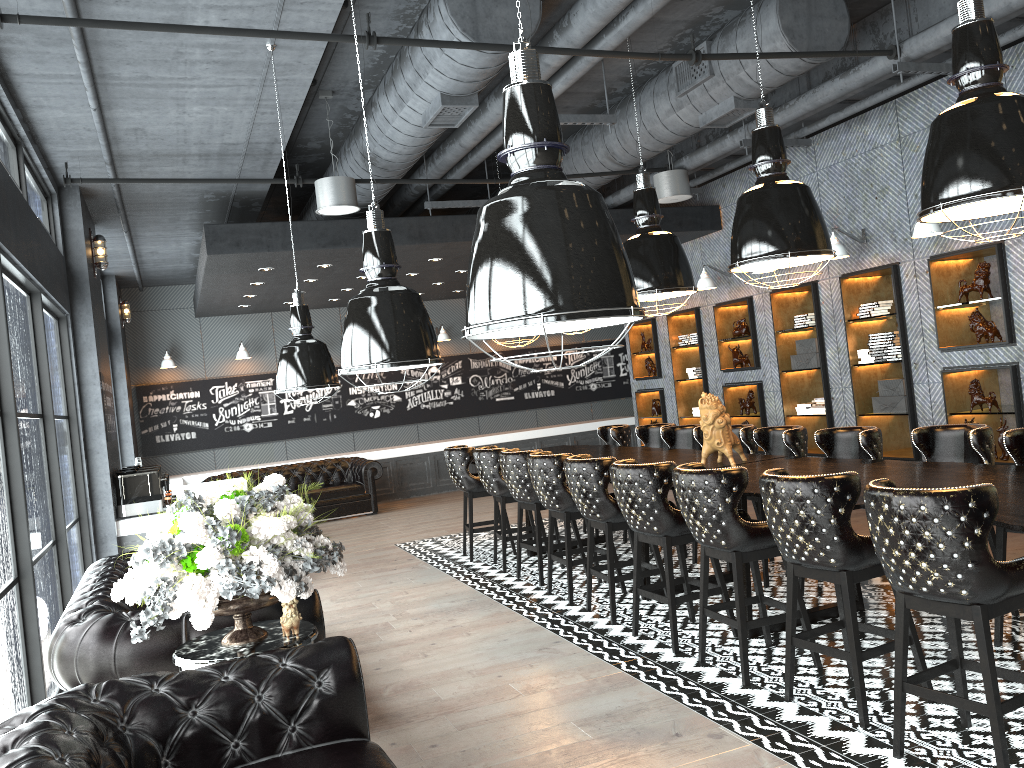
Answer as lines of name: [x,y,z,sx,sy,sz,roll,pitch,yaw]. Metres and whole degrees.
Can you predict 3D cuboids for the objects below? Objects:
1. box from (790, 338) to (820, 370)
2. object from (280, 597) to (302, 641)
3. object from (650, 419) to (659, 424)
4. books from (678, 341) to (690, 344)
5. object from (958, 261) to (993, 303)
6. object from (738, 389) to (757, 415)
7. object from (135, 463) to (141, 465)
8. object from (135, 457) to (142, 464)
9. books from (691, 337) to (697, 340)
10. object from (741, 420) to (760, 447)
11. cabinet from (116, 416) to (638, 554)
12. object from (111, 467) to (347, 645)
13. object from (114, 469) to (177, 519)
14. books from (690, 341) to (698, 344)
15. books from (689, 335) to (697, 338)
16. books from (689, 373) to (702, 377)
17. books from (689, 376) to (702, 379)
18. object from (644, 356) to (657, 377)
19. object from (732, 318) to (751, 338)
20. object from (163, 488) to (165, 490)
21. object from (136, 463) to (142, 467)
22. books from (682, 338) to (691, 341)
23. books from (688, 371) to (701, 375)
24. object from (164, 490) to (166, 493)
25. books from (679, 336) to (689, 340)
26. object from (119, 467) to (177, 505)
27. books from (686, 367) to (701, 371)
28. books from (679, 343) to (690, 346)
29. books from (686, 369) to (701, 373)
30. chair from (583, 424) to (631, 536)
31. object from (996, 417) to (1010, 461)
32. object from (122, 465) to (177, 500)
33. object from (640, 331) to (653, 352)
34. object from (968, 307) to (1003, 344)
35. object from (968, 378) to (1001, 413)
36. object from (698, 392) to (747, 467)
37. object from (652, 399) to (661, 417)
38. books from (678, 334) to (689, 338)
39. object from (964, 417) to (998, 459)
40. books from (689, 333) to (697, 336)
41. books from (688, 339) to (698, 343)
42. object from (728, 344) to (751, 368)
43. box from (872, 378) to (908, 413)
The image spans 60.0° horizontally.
box: [3.228,-0.331,9.607,0.298,0.316,0.419,-6,0,-21]
object: [-0.888,0.937,3.566,0.086,0.183,0.136,-6,0,-14]
object: [2.090,0.687,12.623,0.170,0.362,0.268,-6,-1,-28]
books: [2.345,-0.559,11.795,0.193,0.028,0.245,-6,0,-9]
object: [3.912,-0.863,7.498,0.152,0.325,0.292,-6,0,-23]
object: [2.806,0.221,10.633,0.143,0.306,0.317,-6,0,-26]
object: [-4.429,0.978,10.504,0.074,0.073,0.074,-6,0,-1]
object: [-4.523,0.928,10.733,0.074,0.073,0.074,-6,0,10]
books: [2.490,-0.604,11.540,0.193,0.028,0.245,-6,0,-39]
object: [2.842,0.623,10.558,0.177,0.388,0.337,-6,0,-13]
cabinet: [-0.722,1.334,12.363,8.423,0.827,6.308,-6,0,-21]
object: [-1.132,0.716,3.670,0.847,0.663,0.875,-6,0,10]
object: [-3.407,1.002,8.263,0.503,0.426,0.335,-6,0,-21]
books: [2.468,-0.545,11.511,0.194,0.028,0.245,-6,0,-42]
books: [2.459,-0.629,11.512,0.193,0.028,0.245,-6,0,-41]
books: [2.450,-0.124,11.558,0.245,0.028,0.193,-6,0,-12]
books: [2.469,-0.097,11.607,0.245,0.028,0.193,-6,0,-25]
object: [1.996,-0.246,12.601,0.155,0.329,0.236,-6,-1,-16]
object: [2.723,-0.670,10.580,0.138,0.222,0.277,-6,0,-21]
object: [-4.165,1.230,10.591,0.074,0.073,0.074,-6,0,-1]
object: [-4.487,0.985,10.656,0.074,0.073,0.074,-6,0,-1]
books: [2.395,-0.593,11.794,0.193,0.028,0.245,-6,0,-14]
books: [2.453,-0.152,11.604,0.245,0.028,0.193,-6,0,-21]
object: [-4.161,1.264,10.590,0.074,0.073,0.074,-6,0,-1]
books: [2.355,-0.617,11.780,0.193,0.028,0.245,-6,0,-16]
object: [-3.591,1.024,8.746,0.503,0.426,0.335,-6,0,-21]
books: [2.440,-0.208,11.623,0.245,0.028,0.193,-6,0,-28]
books: [2.364,-0.532,11.779,0.193,0.028,0.245,-6,0,-17]
books: [2.432,-0.178,11.619,0.245,0.028,0.193,-6,0,-18]
chair: [1.010,0.993,9.248,0.568,1.092,0.504,-6,-1,-12]
object: [4.136,0.451,7.363,0.198,0.358,0.116,-7,-1,9]
object: [-3.769,1.045,9.214,0.503,0.426,0.335,-6,0,-21]
object: [1.913,-0.611,12.613,0.097,0.290,0.290,-6,0,-22]
object: [3.970,-0.482,7.439,0.159,0.338,0.242,-6,-1,-16]
object: [3.964,0.097,7.467,0.135,0.294,0.256,-6,0,-13]
object: [1.452,0.309,6.138,0.249,0.545,0.475,-7,-1,32]
object: [2.088,0.331,12.663,0.126,0.249,0.253,-7,-1,44]
books: [2.352,-0.645,11.779,0.193,0.028,0.245,-6,0,-24]
object: [4.015,0.468,7.593,0.168,0.359,0.266,-6,-1,-28]
books: [2.457,-0.657,11.512,0.245,0.028,0.193,-7,0,41]
books: [2.444,-0.570,11.519,0.193,0.028,0.245,-6,0,-34]
object: [2.734,-0.332,10.608,0.154,0.309,0.324,-6,0,-16]
box: [3.692,0.112,8.562,0.323,0.316,0.419,-6,0,-21]
